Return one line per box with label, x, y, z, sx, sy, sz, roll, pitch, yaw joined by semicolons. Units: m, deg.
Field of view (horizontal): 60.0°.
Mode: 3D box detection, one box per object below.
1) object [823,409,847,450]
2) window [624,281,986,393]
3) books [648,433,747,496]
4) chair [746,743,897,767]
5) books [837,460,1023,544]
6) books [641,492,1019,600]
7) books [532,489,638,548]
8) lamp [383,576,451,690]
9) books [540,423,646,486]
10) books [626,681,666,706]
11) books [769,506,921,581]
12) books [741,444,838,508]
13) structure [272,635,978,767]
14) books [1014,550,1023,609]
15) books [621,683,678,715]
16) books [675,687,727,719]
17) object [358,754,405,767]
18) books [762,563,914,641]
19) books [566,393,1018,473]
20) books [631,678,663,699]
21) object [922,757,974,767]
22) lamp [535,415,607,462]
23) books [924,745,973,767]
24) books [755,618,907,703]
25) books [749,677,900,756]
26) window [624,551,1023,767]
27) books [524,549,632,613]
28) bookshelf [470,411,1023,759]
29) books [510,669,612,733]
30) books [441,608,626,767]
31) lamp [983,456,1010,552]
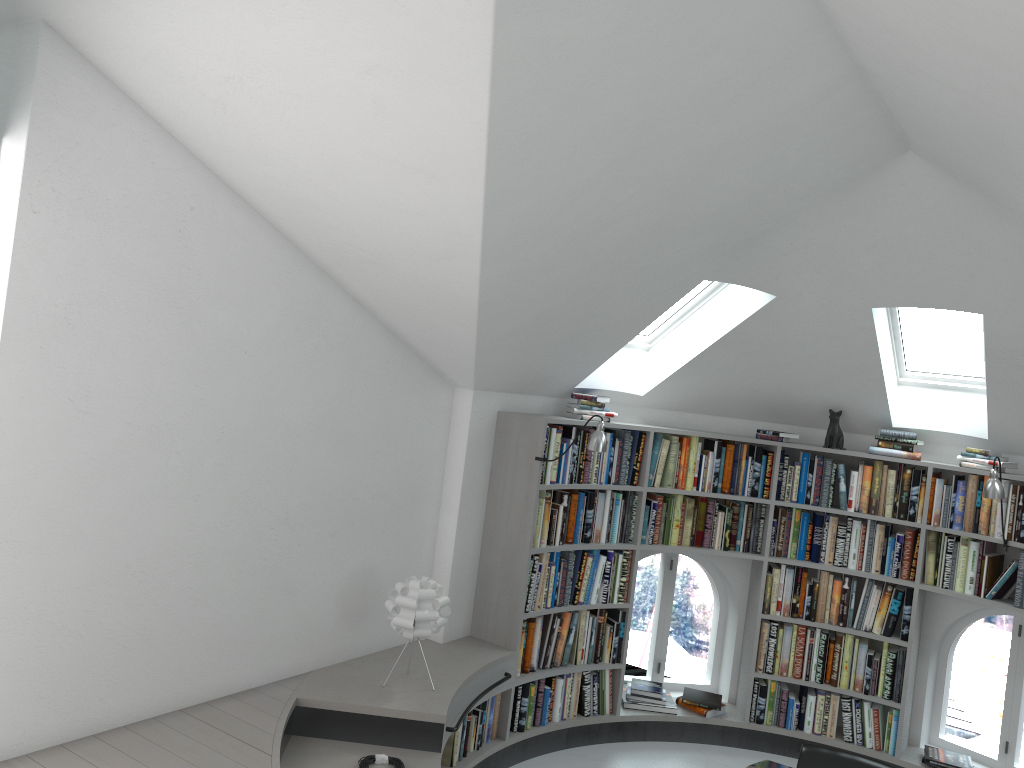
object;2.193;0.308;5.981;0.147;0.265;0.201;7;0;30
window;2.382;-0.365;5.059;4.061;0.713;1.929;8;1;33
books;1.206;0.530;6.025;0.792;0.373;0.269;7;0;-13
chair;1.435;2.086;3.914;0.824;0.720;0.740;7;0;28
books;2.835;0.738;5.590;1.568;0.367;0.393;8;0;39
books;1.987;1.028;5.861;2.531;0.371;0.590;7;0;14
books;0.377;0.827;5.622;1.086;0.348;0.303;7;0;-41
lamp;-0.485;1.234;4.428;0.306;0.525;0.305;7;-1;22
books;0.420;0.441;5.607;1.030;0.361;0.301;7;0;-41
books;0.921;2.119;6.081;0.269;0.031;0.285;7;1;10
books;2.236;1.051;5.975;1.029;0.359;0.300;7;0;19
books;1.880;0.624;6.071;0.683;0.346;0.264;7;0;10
structure;1.319;2.078;3.863;4.705;0.693;4.712;7;1;-12
books;3.201;1.183;5.179;0.224;0.341;0.399;7;0;-37
books;0.917;2.153;6.080;0.365;0.042;0.388;7;1;0
books;1.292;2.174;6.041;0.318;0.099;0.291;7;1;35
object;-0.548;1.658;3.693;0.218;0.082;0.473;7;1;-4
books;2.175;1.426;5.929;0.998;0.352;0.297;7;0;17
books;1.760;0.300;5.837;2.814;0.173;0.747;7;1;4
books;0.925;2.088;6.082;0.213;0.036;0.226;7;1;10
object;2.738;2.392;5.571;0.213;0.036;0.227;6;1;-40
lamp;0.357;0.316;5.120;0.414;0.312;0.116;7;-1;30
books;2.742;2.361;5.571;0.269;0.029;0.252;7;1;24
books;2.141;1.812;5.920;1.033;0.357;0.292;7;0;18
books;2.079;2.171;5.915;1.020;0.306;0.287;7;0;18
window;2.148;1.805;6.016;3.234;1.151;0.616;7;0;19
books;0.338;1.202;5.567;1.018;0.359;0.261;7;0;-40
bookshelf;2.163;1.395;5.028;4.340;1.881;2.104;7;0;33
books;0.270;1.944;5.620;0.916;0.320;0.283;7;0;-38
books;0.079;1.730;5.379;0.391;0.696;1.637;7;0;43
lamp;2.875;0.712;5.248;0.113;0.567;0.357;6;-1;40
